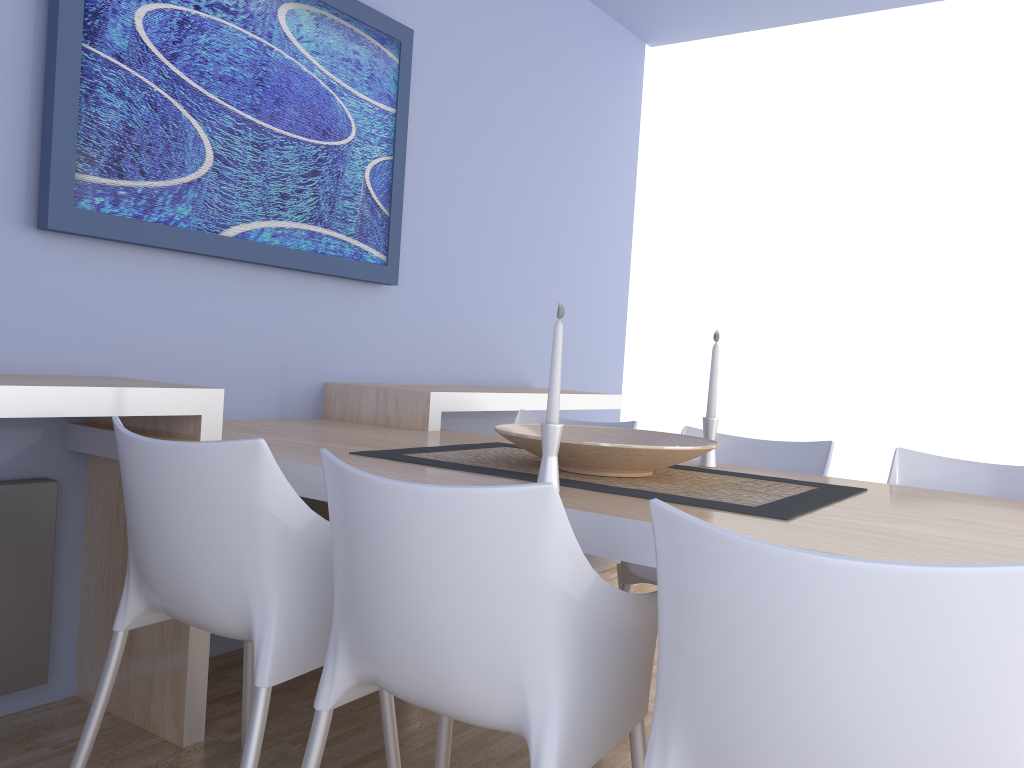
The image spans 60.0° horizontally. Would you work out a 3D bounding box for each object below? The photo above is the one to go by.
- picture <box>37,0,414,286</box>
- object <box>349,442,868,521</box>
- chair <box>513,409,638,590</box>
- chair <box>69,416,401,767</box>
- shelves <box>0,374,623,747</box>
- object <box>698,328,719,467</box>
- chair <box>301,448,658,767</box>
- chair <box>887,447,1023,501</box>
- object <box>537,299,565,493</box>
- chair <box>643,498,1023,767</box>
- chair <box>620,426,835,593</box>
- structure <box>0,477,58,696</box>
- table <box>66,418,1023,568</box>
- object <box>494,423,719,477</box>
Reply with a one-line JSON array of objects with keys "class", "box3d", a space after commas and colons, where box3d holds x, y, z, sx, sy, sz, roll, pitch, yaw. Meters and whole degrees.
[{"class": "picture", "box3d": [-0.747, -0.811, 2.636, 0.049, 0.901, 1.252, 5, 2, 34]}, {"class": "object", "box3d": [0.205, 0.193, 1.967, 0.986, 0.005, 0.594, 5, 2, 34]}, {"class": "chair", "box3d": [0.088, 0.492, 2.725, 0.510, 0.793, 0.486, 5, 2, 34]}, {"class": "chair", "box3d": [-0.529, 0.475, 1.757, 0.510, 0.793, 0.486, 5, 2, 34]}, {"class": "shelves", "box3d": [-0.836, 0.417, 2.330, 0.463, 0.840, 3.901, 5, 2, 34]}, {"class": "object", "box3d": [0.503, 0.033, 2.227, 0.045, 0.349, 0.045, 5, 2, 34]}, {"class": "chair", "box3d": [-0.055, 0.514, 1.434, 0.510, 0.793, 0.486, 5, 2, 34]}, {"class": "chair", "box3d": [1.063, 0.572, 2.060, 0.510, 0.793, 0.486, 5, 2, 34]}, {"class": "object", "box3d": [0.076, 0.020, 1.599, 0.045, 0.349, 0.045, 3, 1, -14]}, {"class": "chair", "box3d": [0.418, 0.552, 1.112, 0.510, 0.793, 0.486, 5, 2, 34]}, {"class": "chair", "box3d": [0.572, 0.531, 2.395, 0.510, 0.793, 0.486, 5, 2, 35]}, {"class": "structure", "box3d": [-0.953, 0.491, 2.489, 0.064, 0.503, 3.843, 5, 2, 34]}, {"class": "table", "box3d": [0.088, 0.546, 2.028, 2.340, 0.718, 1.002, 5, 2, 34]}, {"class": "object", "box3d": [0.204, 0.151, 1.964, 0.493, 0.081, 0.493, 3, 2, -37]}]
